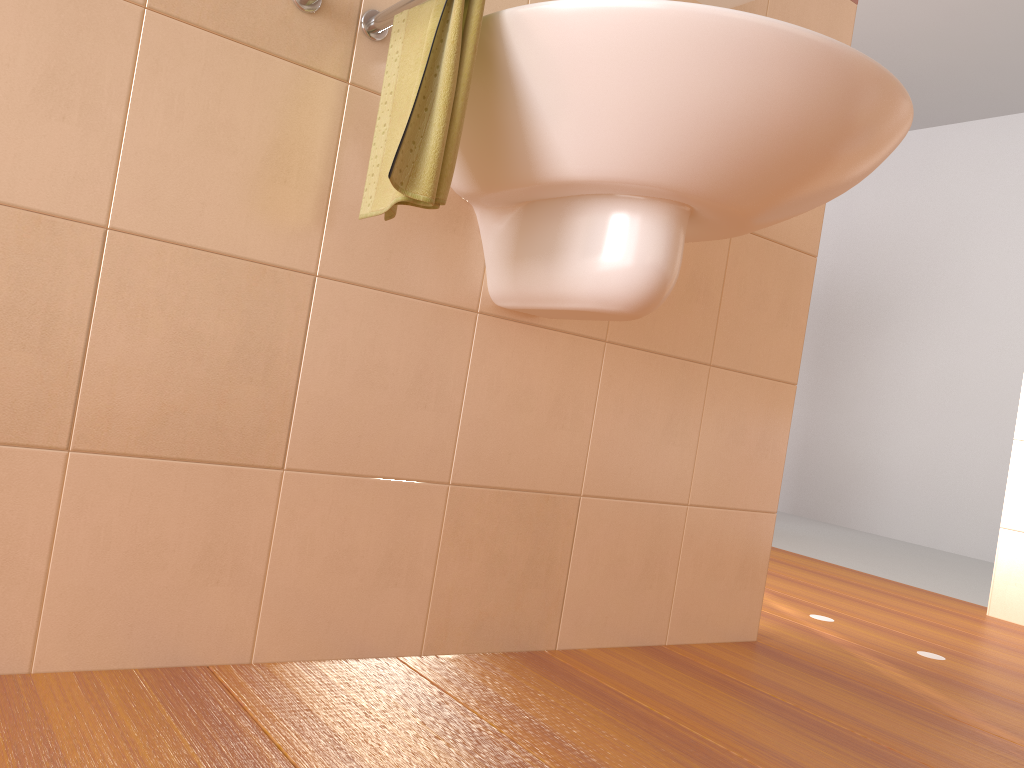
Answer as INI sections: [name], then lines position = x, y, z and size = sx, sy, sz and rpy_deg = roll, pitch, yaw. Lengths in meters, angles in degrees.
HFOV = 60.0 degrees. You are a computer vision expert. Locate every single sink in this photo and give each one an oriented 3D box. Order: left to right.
[sink]
position = 0.246, -0.337, 1.228
size = 0.683, 0.516, 0.539
rpy_deg = 10, -1, -36

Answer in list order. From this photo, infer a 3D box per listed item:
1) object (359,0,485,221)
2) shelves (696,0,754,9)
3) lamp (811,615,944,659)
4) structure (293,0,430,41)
[object]
position = -0.108, -0.354, 1.092
size = 0.085, 0.306, 0.181
rpy_deg = 10, -1, -19
[shelves]
position = 0.193, -0.731, 1.395
size = 0.554, 0.050, 0.138
rpy_deg = 10, -1, -36
[lamp]
position = -0.178, 0.400, 0.838
size = 3.173, 0.001, 2.893
rpy_deg = 10, -1, -36
[structure]
position = -0.136, -0.489, 1.064
size = 0.142, 0.042, 0.333
rpy_deg = 10, -1, -36
